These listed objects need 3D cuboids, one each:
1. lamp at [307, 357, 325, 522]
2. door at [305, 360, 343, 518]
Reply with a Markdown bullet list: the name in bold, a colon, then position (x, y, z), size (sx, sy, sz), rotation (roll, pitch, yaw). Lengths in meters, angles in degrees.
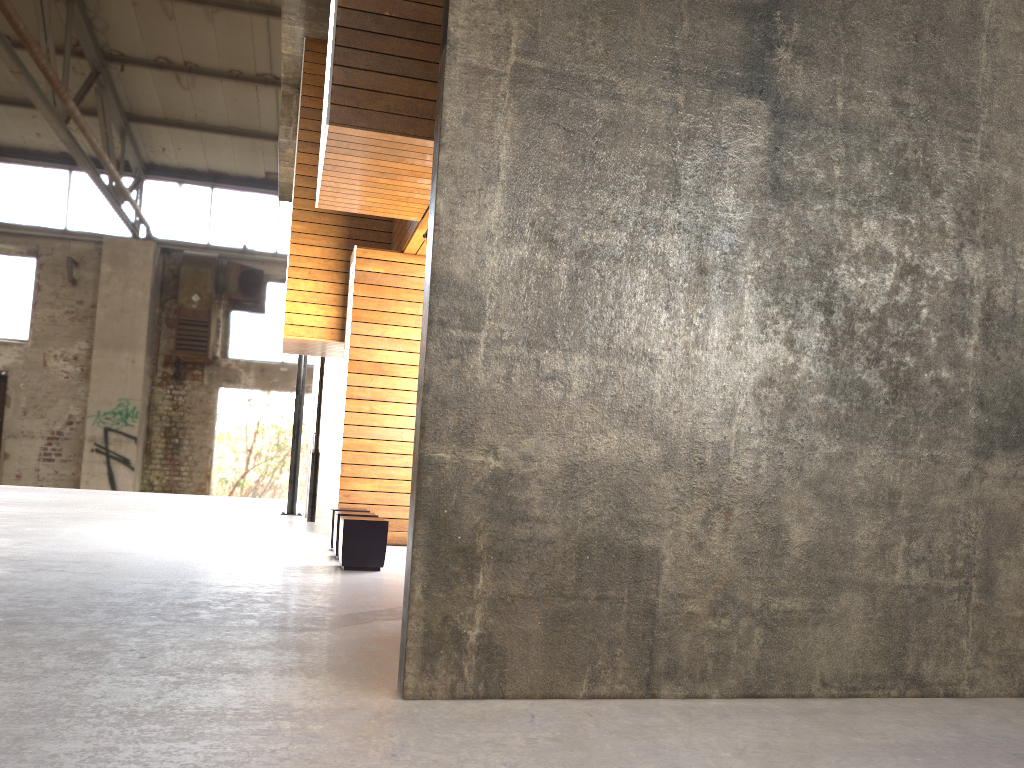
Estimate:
- **lamp**: position (-2.701, 0.520, 12.357), size (0.629, 2.939, 0.632), rotation (2, -4, 27)
- **door**: position (-2.518, 0.869, 13.359), size (0.146, 2.297, 1.290), rotation (1, -5, 38)
